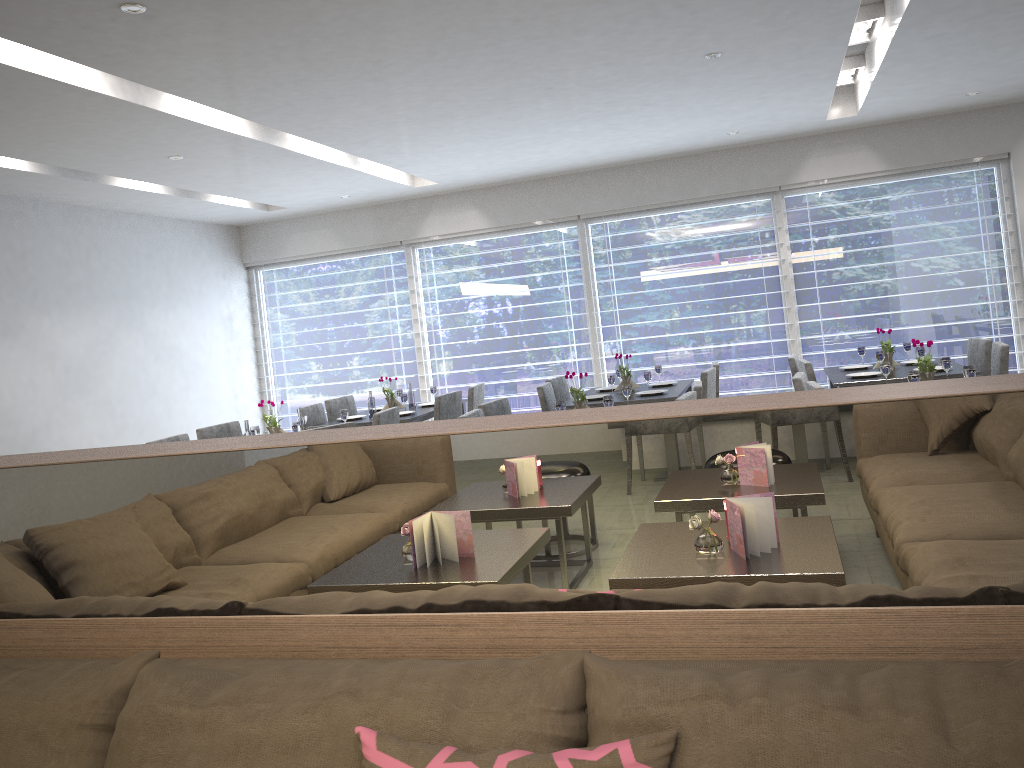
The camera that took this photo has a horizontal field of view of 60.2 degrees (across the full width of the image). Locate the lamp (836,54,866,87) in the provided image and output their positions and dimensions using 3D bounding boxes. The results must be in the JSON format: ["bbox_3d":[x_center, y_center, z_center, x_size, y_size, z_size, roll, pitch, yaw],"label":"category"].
[{"bbox_3d":[2.362,-2.207,6.274,0.226,0.101,0.490,-5,4,17],"label":"lamp"}]

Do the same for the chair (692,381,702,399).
[{"bbox_3d":[0.830,0.396,4.833,0.491,0.762,0.478,-6,1,12],"label":"chair"}]

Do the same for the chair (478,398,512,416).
[{"bbox_3d":[0.139,0.459,5.031,0.491,0.762,0.478,-6,1,22],"label":"chair"}]

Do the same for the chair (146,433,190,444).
[{"bbox_3d":[-1.725,0.666,5.040,0.491,0.762,0.478,-6,1,12],"label":"chair"}]

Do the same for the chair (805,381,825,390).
[{"bbox_3d":[1.656,0.358,4.027,0.491,0.762,0.478,-6,1,12],"label":"chair"}]

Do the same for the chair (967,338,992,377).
[{"bbox_3d":[2.875,0.103,5.805,0.491,0.762,0.478,-6,1,12],"label":"chair"}]

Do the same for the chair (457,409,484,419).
[{"bbox_3d":[0.044,0.504,4.510,0.491,0.762,0.478,-6,1,12],"label":"chair"}]

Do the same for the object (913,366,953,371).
[{"bbox_3d":[2.526,-0.089,5.305,0.216,0.015,0.218,-5,4,17],"label":"object"}]

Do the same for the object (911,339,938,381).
[{"bbox_3d":[1.964,-0.084,4.203,0.104,0.276,0.155,-6,0,14],"label":"object"}]

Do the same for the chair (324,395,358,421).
[{"bbox_3d":[-1.138,0.470,6.998,0.491,0.762,0.478,-6,1,22],"label":"chair"}]

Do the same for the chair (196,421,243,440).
[{"bbox_3d":[-1.630,0.620,5.561,0.491,0.762,0.478,-6,1,22],"label":"chair"}]

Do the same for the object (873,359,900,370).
[{"bbox_3d":[2.419,-0.147,5.721,0.203,0.100,0.070,-7,1,-13],"label":"object"}]

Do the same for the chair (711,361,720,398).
[{"bbox_3d":[1.263,0.250,6.288,0.491,0.762,0.478,-6,1,12],"label":"chair"}]

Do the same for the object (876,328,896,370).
[{"bbox_3d":[2.396,-0.229,5.659,0.104,0.276,0.155,-6,0,14],"label":"object"}]

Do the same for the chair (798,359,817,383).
[{"bbox_3d":[2.088,0.212,5.482,0.491,0.762,0.478,-6,1,12],"label":"chair"}]

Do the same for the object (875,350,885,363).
[{"bbox_3d":[2.290,-0.137,5.490,0.053,0.139,0.053,-6,0,-31],"label":"object"}]

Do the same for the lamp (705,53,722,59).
[{"bbox_3d":[1.078,-1.757,4.738,0.089,0.007,0.089,-8,4,-28],"label":"lamp"}]

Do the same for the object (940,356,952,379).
[{"bbox_3d":[2.249,-0.071,4.576,0.053,0.139,0.053,-6,0,-25],"label":"object"}]

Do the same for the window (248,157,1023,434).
[{"bbox_3d":[0.769,-0.535,8.227,7.084,2.074,0.159,-5,0,17],"label":"window"}]

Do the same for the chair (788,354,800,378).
[{"bbox_3d":[2.183,0.167,6.003,0.491,0.762,0.478,-6,1,22],"label":"chair"}]

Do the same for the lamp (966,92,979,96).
[{"bbox_3d":[3.380,-2.130,6.488,0.089,0.007,0.089,-8,4,-28],"label":"lamp"}]

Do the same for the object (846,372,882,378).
[{"bbox_3d":[2.159,-0.055,5.415,0.216,0.015,0.218,-5,4,17],"label":"object"}]

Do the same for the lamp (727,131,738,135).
[{"bbox_3d":[1.744,-1.980,6.979,0.089,0.007,0.089,-8,4,-28],"label":"lamp"}]

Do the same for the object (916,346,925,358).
[{"bbox_3d":[2.532,-0.162,5.468,0.053,0.139,0.053,-6,0,-31],"label":"object"}]

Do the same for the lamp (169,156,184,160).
[{"bbox_3d":[-2.167,-1.461,5.710,0.089,0.007,0.089,-8,4,-28],"label":"lamp"}]

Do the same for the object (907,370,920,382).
[{"bbox_3d":[1.843,0.009,4.045,0.053,0.139,0.053,-6,0,-25],"label":"object"}]

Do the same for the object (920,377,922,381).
[{"bbox_3d":[1.987,-0.002,4.266,0.203,0.100,0.070,-7,1,-13],"label":"object"}]

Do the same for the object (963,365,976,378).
[{"bbox_3d":[2.085,-0.016,4.022,0.053,0.139,0.053,-6,0,-25],"label":"object"}]

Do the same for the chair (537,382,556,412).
[{"bbox_3d":[0.476,0.359,5.965,0.491,0.762,0.478,-6,1,12],"label":"chair"}]

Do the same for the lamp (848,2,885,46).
[{"bbox_3d":[2.044,-2.101,5.207,0.226,0.101,0.490,-5,4,17],"label":"lamp"}]

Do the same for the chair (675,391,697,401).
[{"bbox_3d":[0.667,0.448,4.313,0.491,0.762,0.478,-6,1,22],"label":"chair"}]

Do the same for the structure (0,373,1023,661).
[{"bbox_3d":[-0.182,0.591,1.719,3.764,1.009,0.224,-5,0,17],"label":"structure"}]

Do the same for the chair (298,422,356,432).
[{"bbox_3d":[-1.104,0.611,4.825,0.479,0.762,0.490,-7,1,-43],"label":"chair"}]

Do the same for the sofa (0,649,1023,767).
[{"bbox_3d":[-0.663,0.924,0.074,3.757,0.675,3.192,-5,4,17],"label":"sofa"}]

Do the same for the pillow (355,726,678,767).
[{"bbox_3d":[-0.004,0.605,1.153,0.462,0.252,0.181,-6,1,12],"label":"pillow"}]

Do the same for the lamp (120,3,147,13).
[{"bbox_3d":[-1.394,-1.383,3.257,0.089,0.007,0.089,-8,4,-28],"label":"lamp"}]

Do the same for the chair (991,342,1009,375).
[{"bbox_3d":[2.712,0.156,5.285,0.491,0.762,0.478,-6,1,22],"label":"chair"}]

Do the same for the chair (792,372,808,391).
[{"bbox_3d":[1.751,0.312,4.548,0.491,0.762,0.478,-6,1,22],"label":"chair"}]

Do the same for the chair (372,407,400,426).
[{"bbox_3d":[-0.933,0.555,5.372,0.491,0.762,0.478,-6,1,12],"label":"chair"}]

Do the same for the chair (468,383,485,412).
[{"bbox_3d":[-0.446,0.406,6.800,0.491,0.762,0.478,-6,1,12],"label":"chair"}]

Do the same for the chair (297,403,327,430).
[{"bbox_3d":[-1.233,0.515,6.477,0.491,0.762,0.478,-6,1,12],"label":"chair"}]

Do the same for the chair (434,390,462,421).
[{"bbox_3d":[-0.609,0.459,6.280,0.491,0.762,0.478,-6,1,22],"label":"chair"}]

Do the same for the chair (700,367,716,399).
[{"bbox_3d":[1.100,0.303,5.768,0.491,0.762,0.478,-6,1,22],"label":"chair"}]

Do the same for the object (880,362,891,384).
[{"bbox_3d":[1.972,-0.046,4.659,0.053,0.139,0.053,-6,0,-31],"label":"object"}]

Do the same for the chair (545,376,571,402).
[{"bbox_3d":[0.571,0.314,6.486,0.491,0.762,0.478,-6,1,22],"label":"chair"}]

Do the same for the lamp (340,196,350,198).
[{"bbox_3d":[-1.501,-1.685,7.951,0.089,0.007,0.089,-8,4,-28],"label":"lamp"}]
